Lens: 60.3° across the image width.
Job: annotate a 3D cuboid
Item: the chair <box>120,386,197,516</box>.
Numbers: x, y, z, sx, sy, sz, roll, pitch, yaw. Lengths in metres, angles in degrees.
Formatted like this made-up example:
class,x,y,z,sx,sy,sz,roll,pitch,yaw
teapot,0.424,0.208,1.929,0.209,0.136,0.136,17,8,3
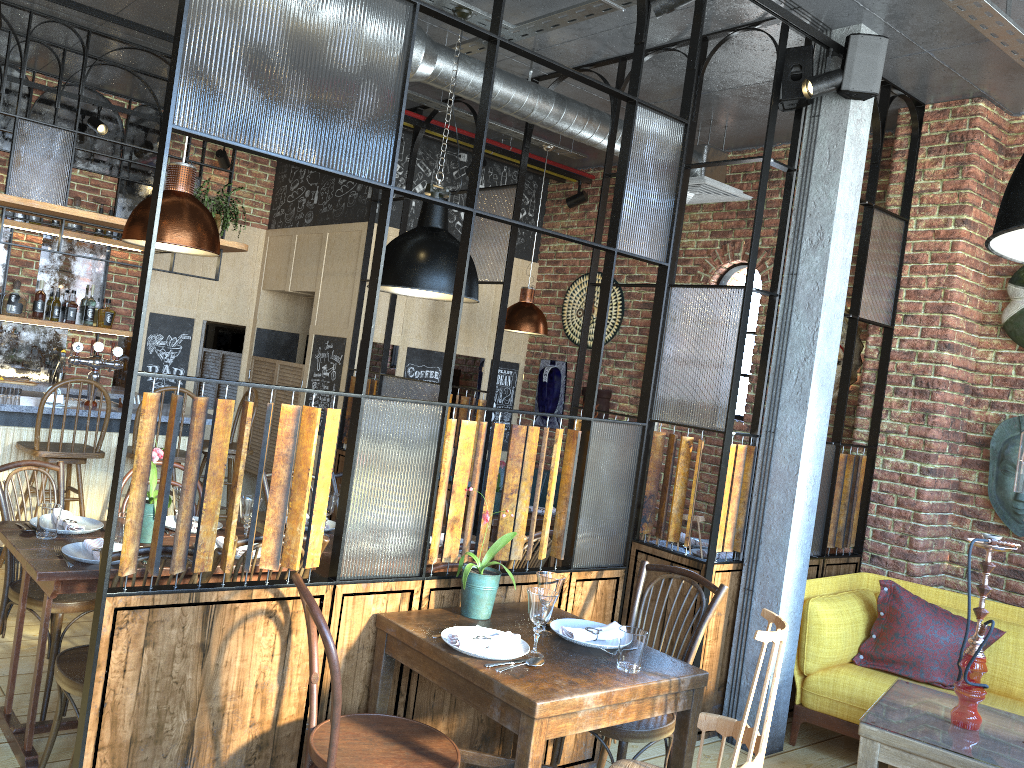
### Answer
class,x,y,z,sx,sy,sz,roll,pitch,yaw
chair,-2.260,0.591,5.577,0.415,1.195,0.431,8,0,-36

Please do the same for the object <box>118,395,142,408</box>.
class,x,y,z,sx,sy,sz,roll,pitch,yaw
object,-2.528,0.119,5.888,0.094,0.091,0.171,8,1,24

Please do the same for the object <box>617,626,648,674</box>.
class,x,y,z,sx,sy,sz,roll,pitch,yaw
object,0.356,0.796,2.637,0.088,0.119,0.080,8,0,40

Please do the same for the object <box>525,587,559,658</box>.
class,x,y,z,sx,sy,sz,roll,pitch,yaw
object,0.080,0.722,2.660,0.100,0.192,0.097,8,0,7

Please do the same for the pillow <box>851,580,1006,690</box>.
class,x,y,z,sx,sy,sz,roll,pitch,yaw
pillow,2.387,1.264,3.935,1.568,0.453,0.381,8,1,38

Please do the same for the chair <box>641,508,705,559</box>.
class,x,y,z,sx,sy,sz,roll,pitch,yaw
chair,0.817,1.127,4.439,0.561,1.005,0.430,8,0,37

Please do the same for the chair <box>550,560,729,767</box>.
class,x,y,z,sx,sy,sz,roll,pitch,yaw
chair,0.420,1.127,3.144,0.425,0.915,0.496,8,0,45

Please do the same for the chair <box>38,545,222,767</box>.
class,x,y,z,sx,sy,sz,roll,pitch,yaw
chair,-1.235,0.904,2.805,0.387,0.915,0.545,8,0,-36

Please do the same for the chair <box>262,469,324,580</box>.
class,x,y,z,sx,sy,sz,roll,pitch,yaw
chair,-1.016,0.914,4.294,0.386,0.915,0.546,8,0,-41

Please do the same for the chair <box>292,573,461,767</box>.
class,x,y,z,sx,sy,sz,roll,pitch,yaw
chair,-0.414,1.021,2.516,0.535,0.920,0.450,8,0,-18

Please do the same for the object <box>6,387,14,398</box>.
class,x,y,z,sx,sy,sz,roll,pitch,yaw
object,-3.153,0.054,5.535,0.044,0.059,0.040,8,0,40

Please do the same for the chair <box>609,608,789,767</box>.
class,x,y,z,sx,sy,sz,roll,pitch,yaw
chair,0.462,1.105,2.410,0.467,1.005,0.517,8,0,21

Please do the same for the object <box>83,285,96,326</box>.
class,x,y,z,sx,sy,sz,roll,pitch,yaw
object,-3.331,-0.621,6.965,0.073,0.329,0.078,8,0,-16

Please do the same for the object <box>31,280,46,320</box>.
class,x,y,z,sx,sy,sz,roll,pitch,yaw
object,-3.607,-0.642,6.730,0.083,0.303,0.089,8,0,-21

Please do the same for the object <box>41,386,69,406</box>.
class,x,y,z,sx,sy,sz,roll,pitch,yaw
object,-3.074,0.044,5.320,0.731,0.106,0.210,7,1,-39

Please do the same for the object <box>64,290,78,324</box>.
class,x,y,z,sx,sy,sz,roll,pitch,yaw
object,-3.428,-0.599,6.862,0.074,0.263,0.082,8,0,-39

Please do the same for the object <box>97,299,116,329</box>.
class,x,y,z,sx,sy,sz,roll,pitch,yaw
object,-3.227,-0.560,7.015,0.093,0.235,0.137,8,0,35

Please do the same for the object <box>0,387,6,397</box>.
class,x,y,z,sx,sy,sz,roll,pitch,yaw
object,-3.192,0.049,5.514,0.044,0.059,0.040,8,0,40

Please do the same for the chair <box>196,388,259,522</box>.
class,x,y,z,sx,sy,sz,roll,pitch,yaw
chair,-2.114,0.601,6.362,0.395,1.195,0.453,8,0,-31

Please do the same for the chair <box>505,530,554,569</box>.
class,x,y,z,sx,sy,sz,roll,pitch,yaw
chair,-0.133,1.041,3.890,0.546,0.915,0.386,8,0,35

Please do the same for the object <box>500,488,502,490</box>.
class,x,y,z,sx,sy,sz,roll,pitch,yaw
object,-0.105,0.809,6.346,0.087,0.119,0.082,8,0,19

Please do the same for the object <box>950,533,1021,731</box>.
class,x,y,z,sx,sy,sz,roll,pitch,yaw
object,1.676,0.897,3.188,0.177,0.704,0.248,8,0,41

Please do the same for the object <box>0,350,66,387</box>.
class,x,y,z,sx,sy,sz,roll,pitch,yaw
object,-3.630,-0.142,6.707,0.468,0.288,0.093,7,0,-39

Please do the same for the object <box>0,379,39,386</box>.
class,x,y,z,sx,sy,sz,roll,pitch,yaw
object,-3.725,-0.018,6.616,0.303,0.019,0.247,7,1,-31

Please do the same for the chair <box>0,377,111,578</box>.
class,x,y,z,sx,sy,sz,roll,pitch,yaw
chair,-2.693,0.536,5.219,0.433,1.195,0.414,8,0,44

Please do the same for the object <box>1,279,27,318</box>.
class,x,y,z,sx,sy,sz,roll,pitch,yaw
object,-3.724,-0.647,6.609,0.162,0.283,0.127,8,0,-26

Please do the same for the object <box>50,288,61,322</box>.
class,x,y,z,sx,sy,sz,roll,pitch,yaw
object,-3.513,-0.611,6.795,0.069,0.263,0.063,8,0,31

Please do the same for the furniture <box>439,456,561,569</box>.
class,x,y,z,sx,sy,sz,roll,pitch,yaw
furniture,-0.131,1.056,6.570,1.421,0.822,1.512,7,1,-40

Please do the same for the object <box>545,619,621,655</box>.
class,x,y,z,sx,sy,sz,roll,pitch,yaw
object,0.249,0.813,2.916,0.257,0.051,0.340,7,1,-37

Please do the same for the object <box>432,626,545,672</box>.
class,x,y,z,sx,sy,sz,roll,pitch,yaw
object,-0.069,0.773,2.636,0.257,0.051,0.340,7,1,-37

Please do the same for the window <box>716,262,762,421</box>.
class,x,y,z,sx,sy,sz,roll,pitch,yaw
window,2.099,-0.185,1.757,3.528,2.429,8.313,8,1,14

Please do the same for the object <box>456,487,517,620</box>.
class,x,y,z,sx,sy,sz,roll,pitch,yaw
object,-0.082,0.577,2.997,0.207,0.426,0.140,8,0,-5

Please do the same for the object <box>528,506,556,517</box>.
class,x,y,z,sx,sy,sz,roll,pitch,yaw
object,0.188,0.886,6.243,0.257,0.051,0.340,7,1,-37

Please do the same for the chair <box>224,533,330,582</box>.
class,x,y,z,sx,sy,sz,roll,pitch,yaw
chair,-0.992,0.932,3.182,0.387,0.915,0.545,8,0,-36

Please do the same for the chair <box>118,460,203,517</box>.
class,x,y,z,sx,sy,sz,roll,pitch,yaw
chair,-1.590,0.840,3.942,0.423,0.920,0.568,8,0,-24

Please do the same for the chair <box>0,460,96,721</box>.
class,x,y,z,sx,sy,sz,roll,pitch,yaw
chair,-1.876,0.805,3.598,0.542,0.915,0.390,8,0,25

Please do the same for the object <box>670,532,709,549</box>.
class,x,y,z,sx,sy,sz,roll,pitch,yaw
object,1.040,0.894,4.998,0.310,0.051,0.282,7,1,-37

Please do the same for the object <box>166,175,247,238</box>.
class,x,y,z,sx,sy,sz,roll,pitch,yaw
object,-2.006,-1.159,5.890,0.632,0.369,0.478,8,1,28

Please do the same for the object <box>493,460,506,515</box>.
class,x,y,z,sx,sy,sz,roll,pitch,yaw
object,-0.089,0.662,5.918,0.153,0.426,0.193,8,0,28

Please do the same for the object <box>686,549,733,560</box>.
class,x,y,z,sx,sy,sz,roll,pitch,yaw
object,1.093,0.906,4.650,0.257,0.051,0.340,7,1,-37

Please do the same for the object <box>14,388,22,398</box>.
class,x,y,z,sx,sy,sz,roll,pitch,yaw
object,-3.119,0.058,5.563,0.040,0.059,0.043,8,0,-30

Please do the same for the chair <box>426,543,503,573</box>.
class,x,y,z,sx,sy,sz,roll,pitch,yaw
chair,-0.343,1.018,3.462,0.423,0.920,0.568,8,0,-24

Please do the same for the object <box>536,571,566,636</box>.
class,x,y,z,sx,sy,sz,roll,pitch,yaw
object,0.115,0.723,2.900,0.102,0.192,0.094,8,0,25

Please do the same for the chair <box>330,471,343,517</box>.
class,x,y,z,sx,sy,sz,roll,pitch,yaw
chair,-0.744,0.948,4.585,0.387,0.915,0.545,8,0,-36
